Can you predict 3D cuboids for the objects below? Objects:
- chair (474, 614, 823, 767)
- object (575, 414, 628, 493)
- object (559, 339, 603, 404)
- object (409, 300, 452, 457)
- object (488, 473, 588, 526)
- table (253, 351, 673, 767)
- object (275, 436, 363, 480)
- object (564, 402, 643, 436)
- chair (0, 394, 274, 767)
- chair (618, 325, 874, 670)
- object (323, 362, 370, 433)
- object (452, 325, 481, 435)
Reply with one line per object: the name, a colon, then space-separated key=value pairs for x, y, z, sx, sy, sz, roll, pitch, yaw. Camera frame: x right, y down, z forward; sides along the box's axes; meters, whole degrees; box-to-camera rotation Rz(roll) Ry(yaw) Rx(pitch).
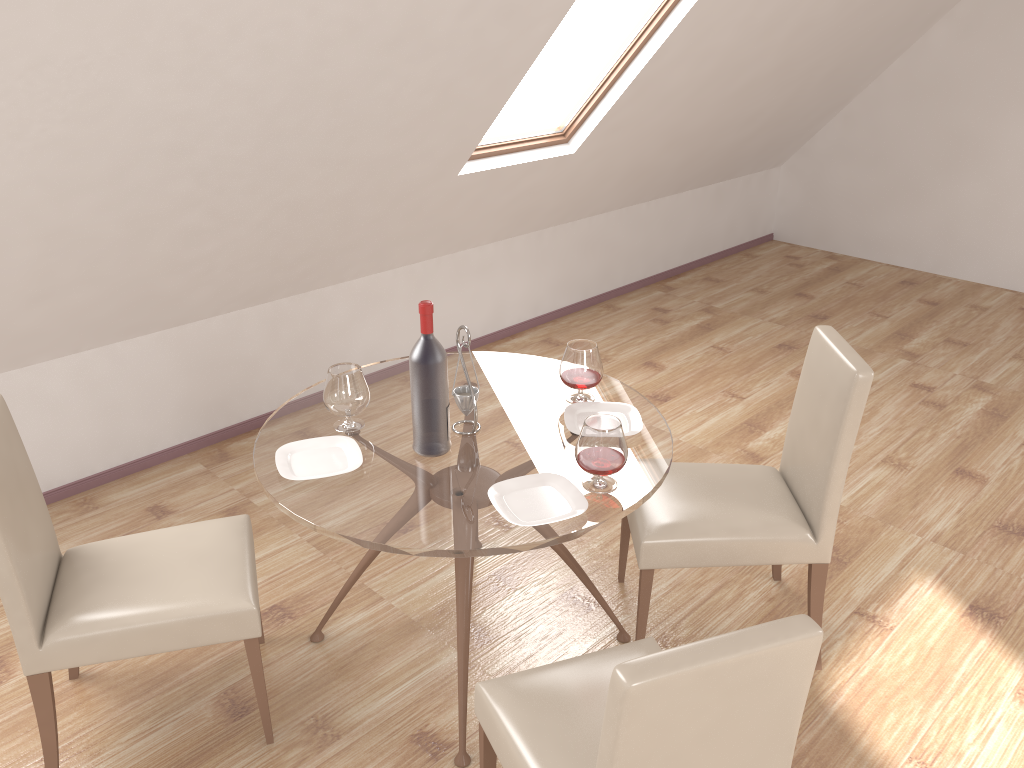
chair: x=0.239 y=0.761 z=1.870 sx=0.477 sy=0.999 sz=0.618 roll=-9 pitch=26 yaw=-18
object: x=0.229 y=0.178 z=2.272 sx=0.136 sy=0.183 sz=0.136 roll=10 pitch=27 yaw=22
object: x=0.214 y=-0.037 z=2.742 sx=0.136 sy=0.183 sz=0.136 roll=10 pitch=27 yaw=22
object: x=-0.223 y=-0.014 z=2.386 sx=0.109 sy=0.435 sz=0.109 roll=20 pitch=31 yaw=37
object: x=0.063 y=0.294 z=2.214 sx=0.228 sy=0.020 sz=0.228 roll=-10 pitch=26 yaw=-20
table: x=-0.136 y=0.483 z=2.750 sx=1.198 sy=0.770 sz=1.198 roll=-11 pitch=27 yaw=-22
object: x=-0.523 y=0.206 z=2.405 sx=0.228 sy=0.020 sz=0.228 roll=-8 pitch=26 yaw=-17
object: x=0.267 y=0.111 z=2.614 sx=0.228 sy=0.020 sz=0.228 roll=0 pitch=25 yaw=0
chair: x=-1.027 y=0.509 z=2.422 sx=0.618 sy=0.999 sz=0.477 roll=-7 pitch=26 yaw=-16
chair: x=0.681 y=0.344 z=2.784 sx=0.618 sy=0.999 sz=0.477 roll=0 pitch=25 yaw=0
object: x=-0.480 y=0.039 z=2.576 sx=0.136 sy=0.183 sz=0.136 roll=-8 pitch=26 yaw=-17
object: x=-0.134 y=-0.014 z=2.522 sx=0.086 sy=0.322 sz=0.096 roll=3 pitch=25 yaw=7
